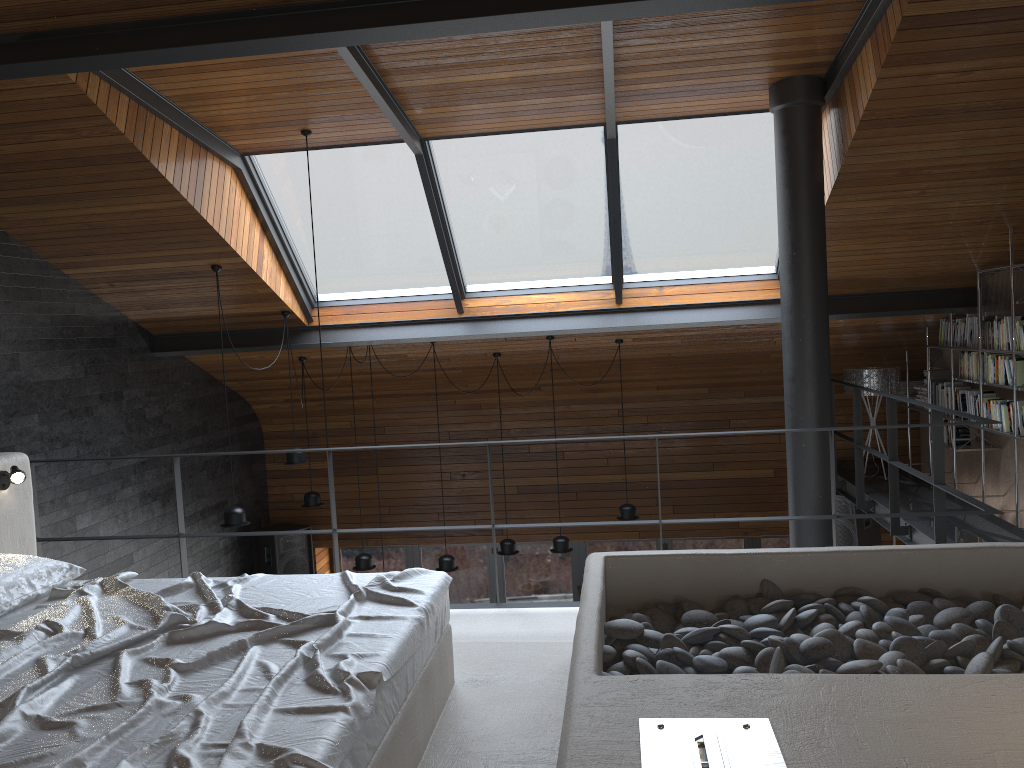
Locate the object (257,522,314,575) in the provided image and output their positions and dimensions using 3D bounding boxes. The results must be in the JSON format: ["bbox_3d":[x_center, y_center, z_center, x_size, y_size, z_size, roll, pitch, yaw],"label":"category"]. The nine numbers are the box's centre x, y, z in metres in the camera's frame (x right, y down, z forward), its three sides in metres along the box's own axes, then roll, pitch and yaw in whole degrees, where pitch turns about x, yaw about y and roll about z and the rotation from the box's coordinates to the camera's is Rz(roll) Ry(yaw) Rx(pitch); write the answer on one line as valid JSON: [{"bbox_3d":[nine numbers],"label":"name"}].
[{"bbox_3d":[-2.434,2.689,9.483,0.686,2.298,0.639,0,5,45],"label":"object"}]

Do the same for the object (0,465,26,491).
[{"bbox_3d":[-2.133,0.401,3.753,0.165,0.106,0.085,-1,4,35],"label":"object"}]

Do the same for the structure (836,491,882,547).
[{"bbox_3d":[3.381,1.380,8.836,0.488,0.735,0.461,-5,4,-33],"label":"structure"}]

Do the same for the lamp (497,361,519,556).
[{"bbox_3d":[-0.092,0.582,8.245,0.210,2.002,0.210,0,5,44],"label":"lamp"}]

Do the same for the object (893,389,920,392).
[{"bbox_3d":[3.866,0.058,8.647,0.246,0.016,0.182,-3,3,7],"label":"object"}]

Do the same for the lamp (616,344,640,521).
[{"bbox_3d":[0.999,0.427,7.934,0.210,1.565,0.210,0,5,44],"label":"lamp"}]

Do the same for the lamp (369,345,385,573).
[{"bbox_3d":[-1.162,0.691,7.639,0.210,2.273,0.210,0,5,44],"label":"lamp"}]

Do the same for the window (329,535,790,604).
[{"bbox_3d":[0.784,2.375,10.062,5.936,1.522,0.101,-3,3,7],"label":"window"}]

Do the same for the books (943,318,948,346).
[{"bbox_3d":[3.697,-0.436,7.410,0.160,0.228,0.080,-3,3,7],"label":"books"}]

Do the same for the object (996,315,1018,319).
[{"bbox_3d":[3.576,-0.377,6.407,0.146,0.240,0.023,-3,3,7],"label":"object"}]

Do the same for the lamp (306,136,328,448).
[{"bbox_3d":[-1.272,-0.051,5.963,0.210,3.208,0.210,-1,4,29],"label":"lamp"}]

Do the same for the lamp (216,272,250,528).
[{"bbox_3d":[-2.079,0.105,6.445,0.210,1.854,0.210,0,5,44],"label":"lamp"}]

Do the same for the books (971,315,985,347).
[{"bbox_3d":[3.646,-0.410,6.831,0.191,0.249,0.077,-3,3,7],"label":"books"}]

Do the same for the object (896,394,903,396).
[{"bbox_3d":[3.888,0.103,8.669,0.216,0.012,0.161,-3,3,7],"label":"object"}]

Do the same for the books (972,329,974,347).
[{"bbox_3d":[3.609,-0.378,6.810,0.131,0.178,0.057,-3,3,7],"label":"books"}]

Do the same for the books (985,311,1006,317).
[{"bbox_3d":[3.592,-0.403,6.584,0.143,0.268,0.020,-3,3,7],"label":"books"}]

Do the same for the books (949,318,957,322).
[{"bbox_3d":[3.678,-0.431,7.329,0.129,0.226,0.069,-3,3,7],"label":"books"}]

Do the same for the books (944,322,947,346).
[{"bbox_3d":[3.677,-0.422,7.390,0.130,0.202,0.063,-3,3,7],"label":"books"}]

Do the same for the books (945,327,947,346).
[{"bbox_3d":[3.688,-0.424,7.376,0.146,0.208,0.071,-3,3,7],"label":"books"}]

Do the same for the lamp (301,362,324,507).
[{"bbox_3d":[-1.913,0.457,8.299,0.210,1.369,0.210,0,5,44],"label":"lamp"}]

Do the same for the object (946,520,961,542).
[{"bbox_3d":[3.903,1.586,7.918,0.305,0.840,0.237,-3,3,9],"label":"object"}]

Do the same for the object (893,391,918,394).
[{"bbox_3d":[3.867,0.074,8.647,0.246,0.016,0.182,-3,3,7],"label":"object"}]

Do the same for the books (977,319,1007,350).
[{"bbox_3d":[3.552,-0.366,6.464,0.131,0.216,0.509,-3,3,7],"label":"books"}]

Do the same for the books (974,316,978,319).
[{"bbox_3d":[3.650,-0.407,6.819,0.191,0.244,0.075,-3,3,7],"label":"books"}]

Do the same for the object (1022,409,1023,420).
[{"bbox_3d":[3.536,0.259,6.006,0.131,0.180,0.042,-3,3,7],"label":"object"}]

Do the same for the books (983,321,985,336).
[{"bbox_3d":[3.588,-0.373,6.615,0.148,0.206,0.018,-3,3,7],"label":"books"}]

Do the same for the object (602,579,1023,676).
[{"bbox_3d":[1.144,0.901,2.884,1.842,0.246,1.436,-3,3,7],"label":"object"}]

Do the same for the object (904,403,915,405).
[{"bbox_3d":[3.846,0.184,8.411,0.201,0.012,0.161,-3,3,7],"label":"object"}]

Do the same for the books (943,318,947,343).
[{"bbox_3d":[3.701,-0.440,7.437,0.148,0.229,0.073,-3,3,7],"label":"books"}]

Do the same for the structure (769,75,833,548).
[{"bbox_3d":[1.867,0.989,5.345,1.197,5.699,1.689,-3,3,7],"label":"structure"}]

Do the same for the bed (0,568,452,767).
[{"bbox_3d":[-1.293,0.993,2.623,2.011,0.484,1.826,-3,3,7],"label":"bed"}]

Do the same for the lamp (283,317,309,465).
[{"bbox_3d":[-1.804,0.047,7.244,0.210,1.206,0.210,0,5,44],"label":"lamp"}]

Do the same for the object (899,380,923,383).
[{"bbox_3d":[3.865,-0.025,8.669,0.246,0.016,0.182,-3,3,7],"label":"object"}]

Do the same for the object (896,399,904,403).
[{"bbox_3d":[3.876,0.160,8.667,0.234,0.025,0.176,-3,3,7],"label":"object"}]

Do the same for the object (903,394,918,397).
[{"bbox_3d":[3.836,0.105,8.410,0.203,0.013,0.161,-3,3,7],"label":"object"}]

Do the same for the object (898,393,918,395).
[{"bbox_3d":[3.882,0.089,8.660,0.224,0.017,0.167,-3,3,7],"label":"object"}]

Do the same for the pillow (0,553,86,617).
[{"bbox_3d":[-1.982,0.739,3.115,0.509,0.173,0.842,-3,3,7],"label":"pillow"}]

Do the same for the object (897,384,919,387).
[{"bbox_3d":[3.873,0.010,8.659,0.233,0.021,0.174,-3,3,7],"label":"object"}]

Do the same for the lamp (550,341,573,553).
[{"bbox_3d":[0.389,0.533,7.855,0.210,1.911,0.210,0,5,44],"label":"lamp"}]

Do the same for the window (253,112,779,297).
[{"bbox_3d":[0.121,-1.312,6.727,3.818,1.031,1.213,-3,3,7],"label":"window"}]

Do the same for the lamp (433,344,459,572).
[{"bbox_3d":[-0.639,0.649,7.900,0.210,2.034,0.210,0,5,44],"label":"lamp"}]

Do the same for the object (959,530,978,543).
[{"bbox_3d":[3.825,1.247,7.428,0.207,0.442,0.328,-3,3,0],"label":"object"}]

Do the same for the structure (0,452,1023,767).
[{"bbox_3d":[-0.262,0.835,2.487,4.614,1.120,2.634,-3,3,7],"label":"structure"}]

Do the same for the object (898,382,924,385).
[{"bbox_3d":[3.864,-0.008,8.660,0.246,0.016,0.182,-3,3,7],"label":"object"}]

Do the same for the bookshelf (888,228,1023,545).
[{"bbox_3d":[3.325,0.758,3.499,0.421,6.219,10.740,-3,3,7],"label":"bookshelf"}]

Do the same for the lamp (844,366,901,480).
[{"bbox_3d":[3.302,0.351,8.105,0.475,1.002,0.475,-1,4,31],"label":"lamp"}]

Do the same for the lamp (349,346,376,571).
[{"bbox_3d":[-1.369,0.620,7.821,0.210,2.036,0.210,0,5,44],"label":"lamp"}]

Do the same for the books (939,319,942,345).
[{"bbox_3d":[3.697,-0.444,7.505,0.148,0.229,0.073,-3,3,7],"label":"books"}]

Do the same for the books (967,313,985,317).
[{"bbox_3d":[3.642,-0.425,6.971,0.143,0.264,0.088,-3,3,7],"label":"books"}]

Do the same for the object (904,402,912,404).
[{"bbox_3d":[3.861,0.170,8.413,0.226,0.012,0.159,-3,3,7],"label":"object"}]

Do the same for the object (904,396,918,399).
[{"bbox_3d":[3.857,0.120,8.385,0.228,0.016,0.182,-3,3,7],"label":"object"}]

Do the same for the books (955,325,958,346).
[{"bbox_3d":[3.628,-0.390,7.124,0.112,0.173,0.054,-3,3,7],"label":"books"}]

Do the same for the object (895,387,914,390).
[{"bbox_3d":[3.862,0.035,8.646,0.252,0.028,0.180,-3,3,7],"label":"object"}]

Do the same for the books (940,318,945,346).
[{"bbox_3d":[3.710,-0.442,7.475,0.169,0.229,0.077,-3,3,7],"label":"books"}]

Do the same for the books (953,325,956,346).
[{"bbox_3d":[3.629,-0.391,7.169,0.111,0.171,0.056,-3,3,7],"label":"books"}]

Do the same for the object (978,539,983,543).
[{"bbox_3d":[3.809,1.268,6.977,0.215,0.458,0.328,-2,3,12],"label":"object"}]
